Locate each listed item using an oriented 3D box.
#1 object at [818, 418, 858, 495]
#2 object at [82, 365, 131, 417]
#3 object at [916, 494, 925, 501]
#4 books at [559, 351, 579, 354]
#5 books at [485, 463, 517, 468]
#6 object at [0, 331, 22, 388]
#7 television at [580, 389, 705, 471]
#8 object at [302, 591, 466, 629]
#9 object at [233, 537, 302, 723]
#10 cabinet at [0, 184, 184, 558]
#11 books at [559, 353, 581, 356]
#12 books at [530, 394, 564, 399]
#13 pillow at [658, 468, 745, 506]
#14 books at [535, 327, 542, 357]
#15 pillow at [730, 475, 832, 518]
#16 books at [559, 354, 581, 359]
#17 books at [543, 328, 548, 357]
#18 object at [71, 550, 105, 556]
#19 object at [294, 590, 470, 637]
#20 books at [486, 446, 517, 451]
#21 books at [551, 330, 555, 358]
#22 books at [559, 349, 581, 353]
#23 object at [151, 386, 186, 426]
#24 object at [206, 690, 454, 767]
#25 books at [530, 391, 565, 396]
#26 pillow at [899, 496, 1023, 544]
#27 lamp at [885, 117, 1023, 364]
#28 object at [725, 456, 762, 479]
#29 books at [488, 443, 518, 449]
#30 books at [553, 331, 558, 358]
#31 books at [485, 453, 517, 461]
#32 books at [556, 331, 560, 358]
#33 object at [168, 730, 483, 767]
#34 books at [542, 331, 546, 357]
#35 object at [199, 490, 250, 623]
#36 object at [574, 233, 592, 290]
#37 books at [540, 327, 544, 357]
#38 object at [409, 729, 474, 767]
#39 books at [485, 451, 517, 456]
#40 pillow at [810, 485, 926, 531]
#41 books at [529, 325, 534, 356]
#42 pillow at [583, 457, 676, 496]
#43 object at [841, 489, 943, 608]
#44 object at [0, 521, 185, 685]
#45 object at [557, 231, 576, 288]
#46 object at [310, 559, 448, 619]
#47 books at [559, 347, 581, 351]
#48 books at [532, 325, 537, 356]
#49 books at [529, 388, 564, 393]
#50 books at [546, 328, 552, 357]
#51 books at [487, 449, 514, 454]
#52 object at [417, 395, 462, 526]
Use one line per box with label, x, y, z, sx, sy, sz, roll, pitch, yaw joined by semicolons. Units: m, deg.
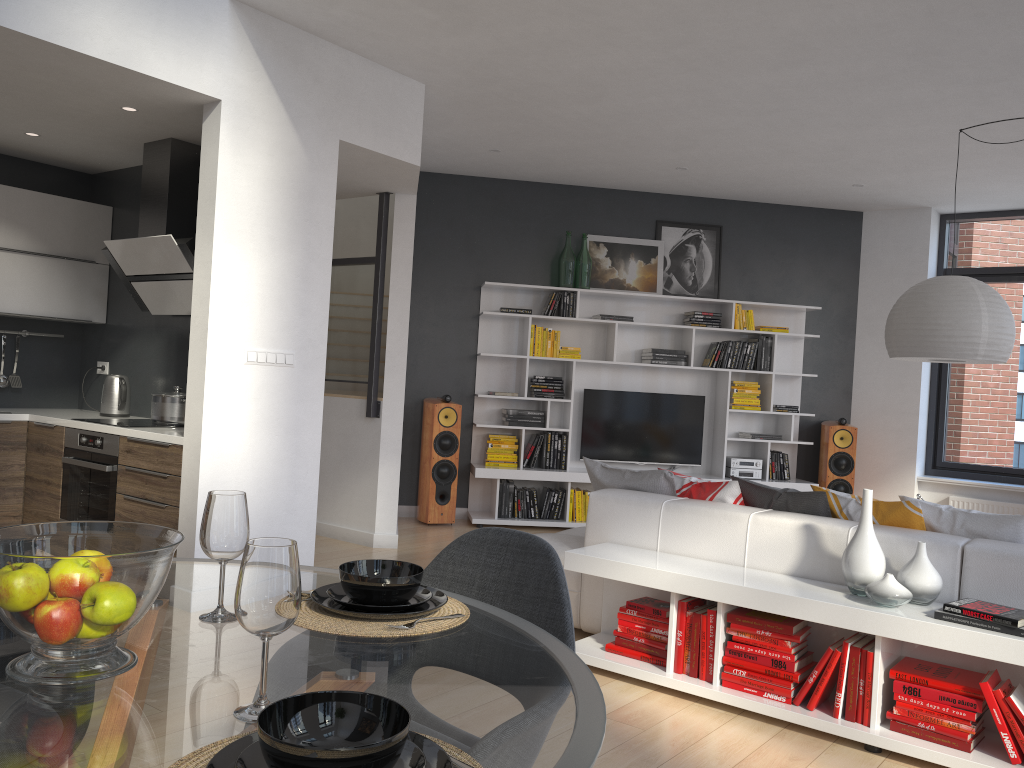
object;2.900;0.839;7.970;0.290;1.088;0.434;3;0;7
object;-2.630;0.042;5.762;0.590;0.318;0.179;4;0;44
object;2.313;0.772;5.257;0.330;0.265;0.330;3;0;-29
books;0.488;-0.269;7.670;0.169;0.018;0.113;3;0;-6
books;-0.095;0.689;7.629;0.270;0.029;0.204;3;0;-3
object;-3.345;-0.161;5.751;0.069;0.389;0.320;4;0;38
television;1.152;0.425;7.833;1.102;0.704;0.207;3;0;-8
object;-0.266;0.416;1.680;0.309;0.015;0.206;4;0;42
object;-0.314;0.312;1.136;0.083;0.220;0.083;3;0;-2
cabinet;-3.490;-0.250;3.633;2.402;2.501;4.694;4;0;37
books;0.490;-0.255;7.690;0.196;0.011;0.148;3;0;-8
books;0.302;0.110;7.660;0.263;0.026;0.189;3;0;-9
pillow;1.644;0.703;3.847;2.250;0.449;0.575;4;0;35
books;0.211;-0.360;7.662;0.044;0.255;0.198;3;0;-8
pillow;1.910;0.693;3.656;2.120;0.436;0.608;4;0;33
books;0.488;-0.233;7.686;0.190;0.033;0.147;3;0;-8
books;0.280;-0.354;7.671;0.019;0.251;0.180;3;0;-8
object;-0.645;0.287;1.335;0.078;0.073;0.077;3;0;-3
object;-0.259;0.424;1.674;0.360;0.002;0.360;3;0;-11
books;-0.092;0.557;7.654;0.251;0.019;0.180;3;0;-8
books;0.336;-0.345;7.679;0.023;0.239;0.169;3;0;-8
books;0.493;-0.285;7.686;0.187;0.014;0.134;3;0;-8
object;-1.963;0.124;5.198;0.288;0.223;0.315;3;0;-12
object;-0.190;0.391;0.943;0.258;0.074;0.258;3;0;-33
books;0.305;0.085;7.662;0.270;0.025;0.189;3;0;-9
pillow;2.702;0.738;4.040;2.156;0.456;0.580;3;0;-27
lamp;2.636;0.048;3.299;0.710;2.647;3.199;3;0;-17
object;2.038;0.744;7.895;0.285;0.174;0.270;3;0;-8
books;-0.080;0.531;7.654;0.250;0.035;0.185;3;0;-5
books;0.360;-0.341;7.679;0.024;0.234;0.172;3;0;-8
books;-0.095;0.627;7.643;0.255;0.044;0.198;3;0;-8
books;0.385;-0.339;7.686;0.024;0.234;0.172;3;0;-8
object;-0.197;0.429;0.940;0.360;0.002;0.360;3;0;-11
books;0.261;-0.342;7.650;0.024;0.229;0.156;3;0;-8
object;-0.505;0.300;1.554;0.083;0.220;0.083;3;0;9
object;0.624;-1.063;7.742;0.157;0.507;0.157;3;0;6
books;0.241;-0.360;7.669;0.015;0.263;0.199;3;0;-8
object;-0.198;0.421;0.952;0.206;0.015;0.309;4;0;42
books;-0.098;0.597;7.657;0.263;0.015;0.198;3;0;-5
pillow;2.393;0.738;3.961;2.095;0.440;0.630;3;0;-6
books;0.152;-0.371;7.640;0.029;0.270;0.204;3;0;-8
pillow;1.770;0.680;4.170;2.953;0.453;0.647;3;0;25
object;1.390;0.599;3.282;0.319;0.398;0.316;3;0;-29
object;-0.623;0.311;1.272;0.278;0.184;0.278;3;0;-44
object;0.477;-1.071;7.665;0.157;0.507;0.157;3;0;6
object;-0.250;0.386;1.683;0.258;0.074;0.258;3;0;18
books;0.489;-0.305;7.698;0.186;0.026;0.138;3;0;-8
books;0.178;-0.369;7.653;0.025;0.270;0.213;3;0;-8
books;0.297;0.057;7.679;0.266;0.030;0.209;3;0;-9
books;0.307;-0.352;7.673;0.035;0.250;0.185;3;0;-8
books;-0.104;0.578;7.635;0.228;0.024;0.152;3;0;-4
object;-0.634;0.626;7.498;0.290;1.088;0.434;3;0;-23
